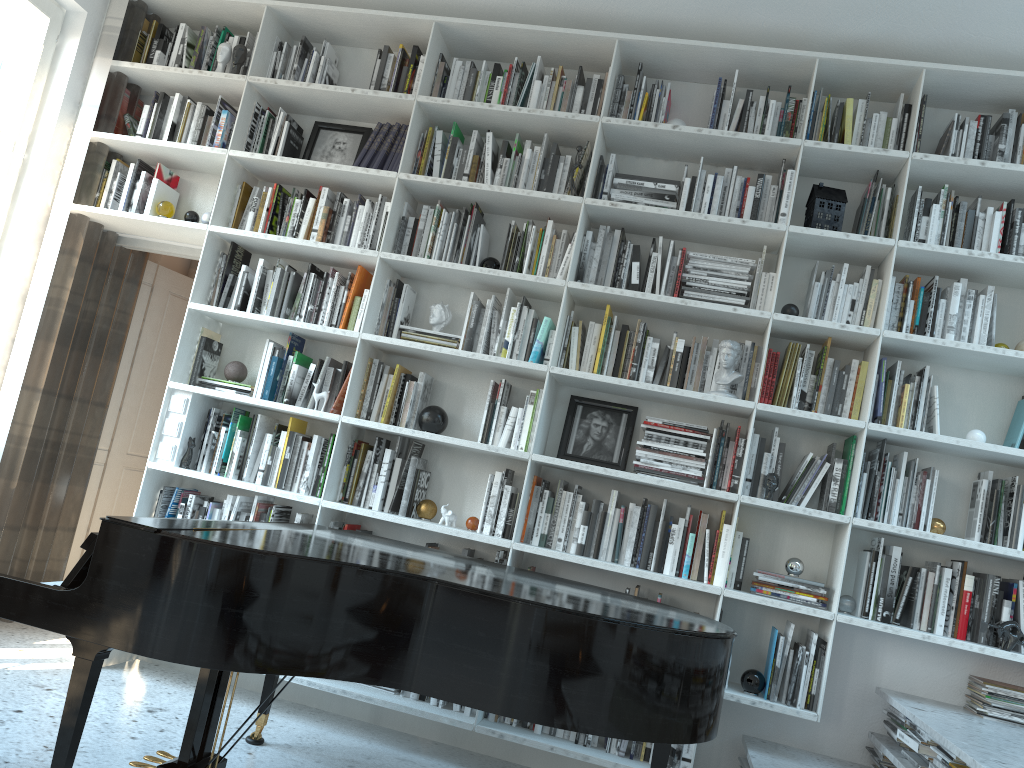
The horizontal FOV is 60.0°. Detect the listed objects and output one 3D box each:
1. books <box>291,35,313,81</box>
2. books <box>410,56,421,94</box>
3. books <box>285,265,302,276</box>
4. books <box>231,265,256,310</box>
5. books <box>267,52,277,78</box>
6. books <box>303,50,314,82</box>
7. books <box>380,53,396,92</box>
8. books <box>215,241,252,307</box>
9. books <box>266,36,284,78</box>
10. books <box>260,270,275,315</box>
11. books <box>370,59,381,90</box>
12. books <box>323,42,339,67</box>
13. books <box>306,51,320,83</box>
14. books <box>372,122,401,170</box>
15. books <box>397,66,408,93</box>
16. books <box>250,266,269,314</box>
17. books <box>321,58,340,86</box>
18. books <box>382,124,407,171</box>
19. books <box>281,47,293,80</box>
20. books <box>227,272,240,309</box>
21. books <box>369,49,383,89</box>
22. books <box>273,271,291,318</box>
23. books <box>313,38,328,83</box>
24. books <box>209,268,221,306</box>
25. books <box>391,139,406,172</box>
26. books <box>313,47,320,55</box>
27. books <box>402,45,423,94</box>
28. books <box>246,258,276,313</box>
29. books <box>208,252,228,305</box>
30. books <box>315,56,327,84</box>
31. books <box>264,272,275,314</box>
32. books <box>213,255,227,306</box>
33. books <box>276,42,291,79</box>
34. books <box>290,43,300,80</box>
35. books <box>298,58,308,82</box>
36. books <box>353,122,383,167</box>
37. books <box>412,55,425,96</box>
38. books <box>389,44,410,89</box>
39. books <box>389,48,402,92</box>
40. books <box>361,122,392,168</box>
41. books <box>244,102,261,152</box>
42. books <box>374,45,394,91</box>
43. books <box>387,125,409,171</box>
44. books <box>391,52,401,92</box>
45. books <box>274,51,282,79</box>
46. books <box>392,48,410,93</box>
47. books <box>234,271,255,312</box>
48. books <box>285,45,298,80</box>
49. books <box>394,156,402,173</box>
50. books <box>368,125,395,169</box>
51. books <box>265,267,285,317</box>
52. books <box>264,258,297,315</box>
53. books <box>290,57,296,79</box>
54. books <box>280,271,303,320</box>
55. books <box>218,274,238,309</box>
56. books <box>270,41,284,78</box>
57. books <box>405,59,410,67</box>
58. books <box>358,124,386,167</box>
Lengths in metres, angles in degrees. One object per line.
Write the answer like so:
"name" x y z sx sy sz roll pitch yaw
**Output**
"books" -1.006 -1.513 4.305 0.015 0.279 0.191 11 -7 12
"books" -0.441 -1.396 4.212 0.022 0.260 0.152 11 -7 12
"books" -1.055 -0.403 4.159 0.011 0.270 0.158 11 -7 12
"books" -1.250 -0.423 4.183 0.022 0.235 0.177 11 -7 12
"books" -1.154 -1.499 4.351 0.017 0.204 0.142 11 -7 12
"books" -0.959 -1.472 4.304 0.013 0.219 0.181 11 -7 12
"books" -0.577 -1.417 4.222 0.028 0.248 0.156 11 -7 12
"books" -1.319 -0.487 4.197 0.012 0.333 0.185 11 -7 12
"books" -1.155 -1.539 4.367 0.007 0.284 0.160 11 -7 12
"books" -1.130 -0.401 4.185 0.049 0.242 0.139 11 -7 12
"books" -0.630 -1.410 4.237 0.028 0.218 0.153 11 -7 12
"books" -0.907 -1.496 4.324 0.015 0.293 0.131 11 -7 12
"books" -0.944 -1.467 4.294 0.021 0.213 0.173 11 -7 12
"books" -0.574 -1.062 4.164 0.097 0.282 0.174 11 -7 12
"books" -0.498 -1.372 4.205 0.027 0.190 0.178 11 -7 12
"books" -1.163 -0.412 4.168 0.011 0.245 0.176 11 -7 12
"books" -0.890 -1.452 4.307 0.013 0.209 0.136 11 -7 12
"books" -0.538 -1.056 4.177 0.078 0.285 0.174 11 -7 12
"books" -1.072 -1.495 4.330 0.013 0.224 0.177 11 -7 12
"books" -1.281 -0.413 4.204 0.042 0.208 0.143 11 -7 12
"books" -0.641 -1.441 4.257 0.013 0.277 0.151 11 -7 12
"books" -1.045 -0.387 4.138 0.024 0.237 0.167 11 -7 12
"books" -0.918 -1.504 4.316 0.007 0.301 0.145 11 -7 12
"books" -1.369 -0.430 4.218 0.026 0.209 0.155 11 -7 12
"books" -0.494 -1.048 4.167 0.078 0.285 0.174 11 -7 12
"books" -0.966 -1.489 4.318 0.013 0.252 0.129 11 -7 12
"books" -0.464 -1.421 4.196 0.025 0.296 0.164 11 -7 12
"books" -1.174 -0.431 4.182 0.023 0.281 0.174 11 -7 12
"books" -1.378 -0.469 4.235 0.012 0.284 0.160 11 -7 12
"books" -0.905 -1.452 4.299 0.014 0.201 0.171 11 -7 12
"books" -1.104 -0.393 4.159 0.014 0.229 0.148 11 -7 12
"books" -1.344 -0.457 4.200 0.027 0.265 0.176 11 -7 12
"books" -1.098 -1.512 4.340 0.012 0.249 0.180 11 -7 12
"books" -1.026 -1.505 4.324 0.016 0.260 0.154 11 -7 12
"books" -0.993 -1.459 4.313 0.026 0.182 0.161 11 -7 12
"books" -0.667 -1.075 4.194 0.110 0.279 0.174 11 -7 12
"books" -0.419 -1.390 4.193 0.031 0.254 0.178 11 -7 12
"books" -0.545 -1.444 4.248 0.014 0.320 0.137 11 -7 12
"books" -0.538 -1.426 4.228 0.013 0.283 0.167 11 -7 12
"books" -0.625 -1.068 4.176 0.110 0.279 0.174 11 -7 12
"books" -1.233 -1.190 4.302 0.005 0.292 0.184 11 -7 12
"books" -0.599 -1.436 4.231 0.024 0.279 0.188 11 -7 12
"books" -0.515 -1.051 4.176 0.078 0.285 0.174 11 -7 12
"books" -0.532 -1.416 4.213 0.010 0.263 0.157 11 -7 12
"books" -1.122 -1.495 4.350 0.032 0.210 0.158 11 -7 12
"books" -0.520 -1.419 4.212 0.011 0.274 0.184 11 -7 12
"books" -1.231 -0.405 4.166 0.028 0.203 0.188 11 -7 12
"books" -1.055 -1.501 4.333 0.016 0.242 0.156 11 -7 12
"books" -0.475 -1.046 4.149 0.078 0.285 0.174 11 -7 12
"books" -0.600 -1.061 4.189 0.110 0.279 0.174 11 -7 12
"books" -1.077 -0.398 4.144 0.021 0.247 0.189 11 -7 12
"books" -1.086 -0.422 4.158 0.011 0.293 0.183 11 -7 12
"books" -1.045 -1.472 4.336 0.014 0.192 0.146 11 -7 12
"books" -1.011 -0.382 4.139 0.023 0.242 0.184 11 -7 12
"books" -1.310 -0.408 4.189 0.037 0.182 0.189 11 -7 12
"books" -1.136 -1.522 4.358 0.007 0.258 0.157 11 -7 12
"books" -0.506 -1.403 4.237 0.013 0.254 0.129 11 -7 12
"books" -0.643 -1.069 4.199 0.110 0.279 0.174 11 -7 12
